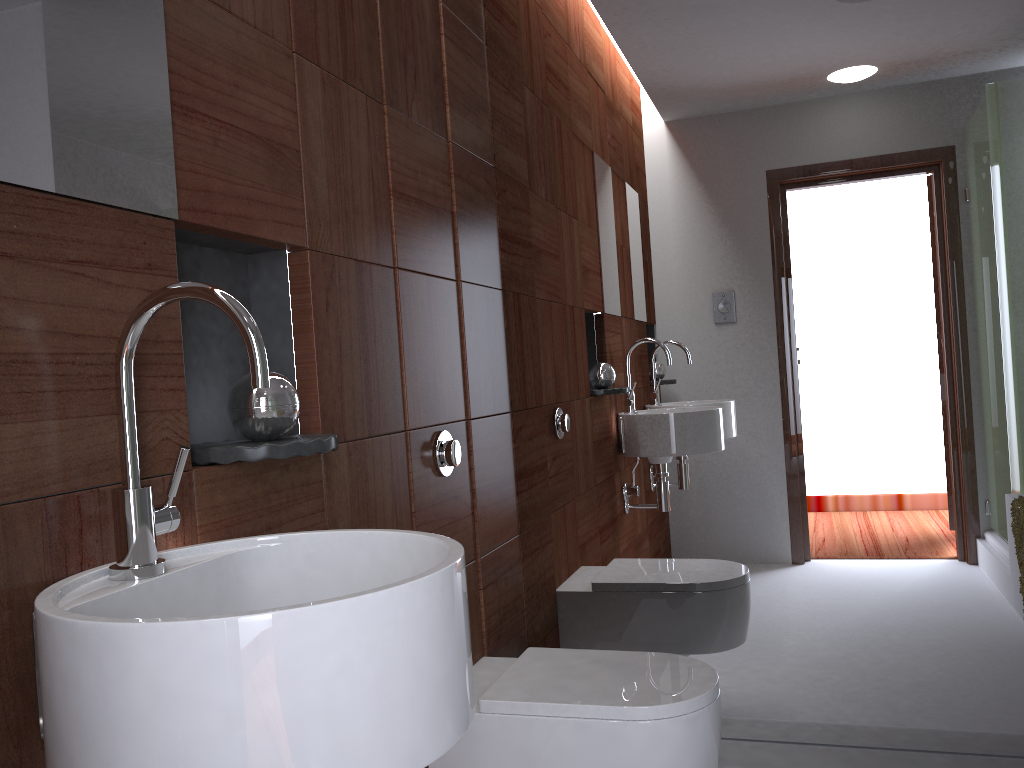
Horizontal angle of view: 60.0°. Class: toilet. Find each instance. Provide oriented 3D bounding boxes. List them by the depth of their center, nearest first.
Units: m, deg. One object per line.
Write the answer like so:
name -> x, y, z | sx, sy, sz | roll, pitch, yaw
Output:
toilet -> 0.148, 0.727, 1.786 | 0.547, 0.284, 0.329 | -4, 0, 19

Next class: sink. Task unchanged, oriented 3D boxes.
sink -> -0.253, 0.245, 0.911 | 0.417, 0.715, 0.415 | -4, 0, 19

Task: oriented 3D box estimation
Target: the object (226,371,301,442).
object -> -0.552, 0.050, 0.677 | 0.104, 0.104, 1.350 | -4, 0, 19

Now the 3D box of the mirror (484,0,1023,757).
mirror -> 0.663, -0.243, 2.084 | 1.433, 2.183, 0.019 | -4, 0, 19

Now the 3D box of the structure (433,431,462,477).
structure -> -0.132, 0.146, 1.872 | 0.034, 0.098, 0.098 | -4, 0, 19

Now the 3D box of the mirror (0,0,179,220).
mirror -> -0.500, -0.520, 0.976 | 0.010, 0.635, 0.316 | -4, 0, 19

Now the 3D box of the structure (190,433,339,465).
structure -> -0.362, 0.092, 1.273 | 0.222, 0.023, 0.220 | -4, 0, 9
